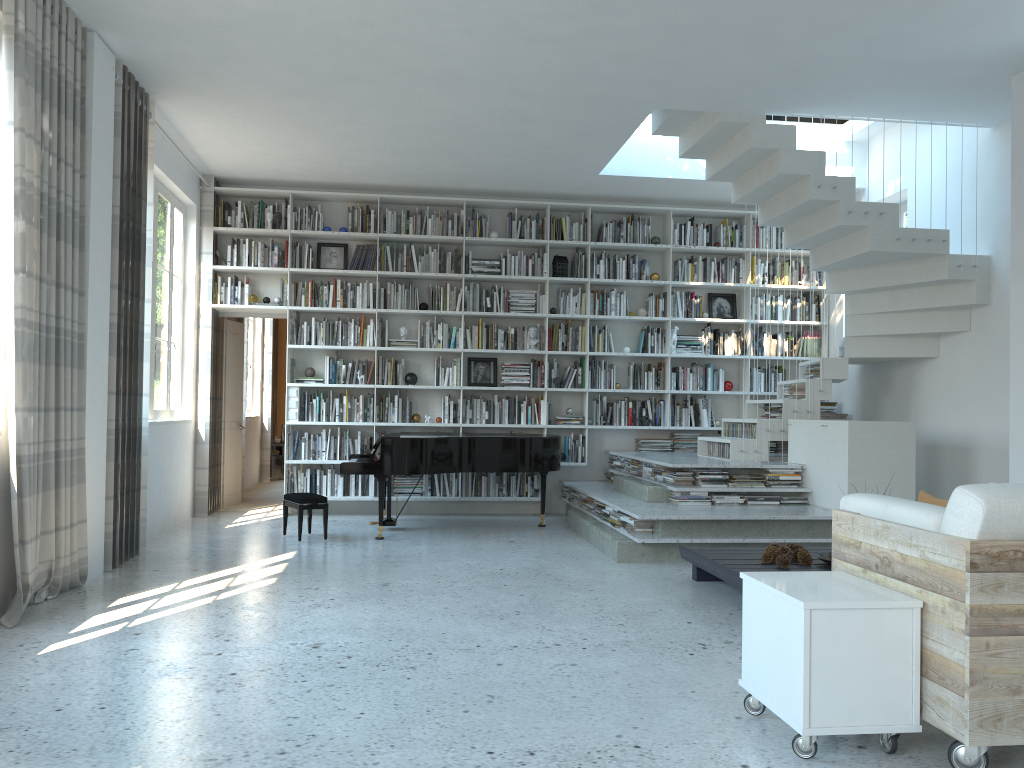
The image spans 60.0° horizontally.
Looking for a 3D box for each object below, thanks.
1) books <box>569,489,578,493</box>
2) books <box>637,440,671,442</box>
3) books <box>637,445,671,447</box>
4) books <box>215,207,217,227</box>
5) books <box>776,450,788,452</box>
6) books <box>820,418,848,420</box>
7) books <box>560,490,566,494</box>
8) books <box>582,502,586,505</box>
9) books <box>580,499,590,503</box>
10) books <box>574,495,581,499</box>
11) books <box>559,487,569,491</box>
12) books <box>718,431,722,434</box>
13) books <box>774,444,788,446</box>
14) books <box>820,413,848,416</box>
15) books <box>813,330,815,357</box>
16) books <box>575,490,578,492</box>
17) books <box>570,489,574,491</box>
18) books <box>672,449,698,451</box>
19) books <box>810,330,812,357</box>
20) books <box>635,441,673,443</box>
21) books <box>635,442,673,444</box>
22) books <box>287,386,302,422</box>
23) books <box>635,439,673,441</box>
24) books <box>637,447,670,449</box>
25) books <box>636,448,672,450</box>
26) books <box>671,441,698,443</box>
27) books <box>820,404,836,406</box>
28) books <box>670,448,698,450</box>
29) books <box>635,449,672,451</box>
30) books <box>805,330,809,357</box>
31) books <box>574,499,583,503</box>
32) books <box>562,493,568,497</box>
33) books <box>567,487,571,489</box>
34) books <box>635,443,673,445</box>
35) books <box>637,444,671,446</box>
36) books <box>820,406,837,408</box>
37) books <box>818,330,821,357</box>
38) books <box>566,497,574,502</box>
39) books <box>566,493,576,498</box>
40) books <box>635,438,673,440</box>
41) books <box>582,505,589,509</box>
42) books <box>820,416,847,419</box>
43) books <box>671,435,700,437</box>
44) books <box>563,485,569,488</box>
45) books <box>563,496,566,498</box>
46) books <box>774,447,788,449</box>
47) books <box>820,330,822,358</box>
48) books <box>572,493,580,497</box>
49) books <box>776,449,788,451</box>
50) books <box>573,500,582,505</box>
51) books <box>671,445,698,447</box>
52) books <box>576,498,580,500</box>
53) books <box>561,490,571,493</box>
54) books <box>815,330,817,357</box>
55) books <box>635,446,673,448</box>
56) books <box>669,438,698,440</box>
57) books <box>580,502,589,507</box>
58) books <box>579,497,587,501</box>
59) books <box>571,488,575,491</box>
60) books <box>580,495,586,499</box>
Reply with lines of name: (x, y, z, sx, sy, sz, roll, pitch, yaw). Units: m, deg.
books: (0.652, 1.041, 8.603, 0.160, 0.009, 0.291, 1, -2, -5)
books: (1.460, 0.585, 9.131, 0.308, 0.008, 0.195, 1, -2, -5)
books: (1.457, 0.637, 9.122, 0.308, 0.008, 0.195, 1, -2, -12)
books: (-2.861, -1.595, 8.601, 0.014, 0.219, 0.188, 1, -1, -7)
books: (2.942, 0.703, 9.309, 0.327, 0.008, 0.207, 1, -2, -2)
books: (3.133, 0.346, 8.708, 0.278, 0.012, 0.177, 1, -2, -3)
books: (0.601, 1.086, 8.891, 0.177, 0.012, 0.278, 1, -2, -11)
books: (0.729, 1.076, 7.987, 0.165, 0.012, 0.205, 1, -2, -7)
books: (0.724, 1.056, 7.987, 0.159, 0.011, 0.246, 1, -2, -11)
books: (0.681, 1.055, 8.296, 0.171, 0.020, 0.193, 1, -2, -3)
books: (0.596, 1.051, 8.891, 0.191, 0.013, 0.243, 1, -2, -11)
books: (2.280, 0.507, 9.196, 0.204, 0.035, 0.267, 1, -2, -6)
books: (2.943, 0.641, 9.312, 0.368, 0.007, 0.206, 1, -2, -3)
books: (3.134, 0.302, 8.703, 0.267, 0.026, 0.161, 1, -2, -2)
books: (3.148, -0.414, 9.345, 0.018, 0.293, 0.169, 1, -1, -7)
books: (0.689, 1.009, 8.297, 0.159, 0.006, 0.285, 1, -2, -5)
books: (0.661, 1.035, 8.604, 0.126, 0.005, 0.290, 1, -2, -12)
books: (1.788, 0.682, 9.166, 0.254, 0.007, 0.161, 1, -2, -3)
books: (3.111, -0.415, 9.341, 0.018, 0.293, 0.169, 1, -1, -7)
books: (1.461, 0.599, 9.123, 0.345, 0.007, 0.193, 1, -2, -12)
books: (1.460, 0.607, 9.131, 0.345, 0.007, 0.193, 1, -2, -5)
books: (-2.120, 0.195, 8.642, 0.106, 0.340, 0.307, 1, -1, -7)
books: (1.460, 0.577, 9.132, 0.345, 0.007, 0.193, 1, -2, -9)
books: (1.455, 0.659, 9.124, 0.308, 0.008, 0.195, 1, -2, -3)
books: (1.456, 0.667, 9.121, 0.345, 0.007, 0.193, 1, -2, -2)
books: (1.790, 0.600, 9.174, 0.285, 0.007, 0.159, 1, -2, -6)
books: (3.114, 0.212, 8.911, 0.232, 0.025, 0.123, 1, -2, -10)
books: (1.787, 0.675, 9.175, 0.254, 0.007, 0.161, 1, -2, -7)
books: (1.455, 0.682, 9.123, 0.345, 0.007, 0.193, 1, -2, -3)
books: (3.077, -0.416, 9.322, 0.018, 0.293, 0.169, 1, -1, -7)
books: (0.685, 1.091, 8.296, 0.172, 0.014, 0.221, 1, -2, -6)
books: (0.603, 1.111, 8.891, 0.179, 0.012, 0.261, 1, -2, -4)
books: (0.631, 1.037, 8.896, 0.133, 0.017, 0.231, 1, -2, -6)
books: (1.460, 0.614, 9.128, 0.345, 0.007, 0.193, 1, -2, -10)
books: (1.456, 0.630, 9.135, 0.308, 0.008, 0.195, 1, -2, -7)
books: (3.116, 0.231, 8.899, 0.235, 0.014, 0.155, 1, -2, -6)
books: (3.203, -0.414, 9.341, 0.018, 0.293, 0.169, 1, -1, -7)
books: (0.641, 1.119, 8.600, 0.189, 0.030, 0.237, 1, -2, -7)
books: (0.633, 1.078, 8.600, 0.191, 0.028, 0.212, 1, -2, -3)
books: (1.460, 0.570, 9.132, 0.345, 0.007, 0.193, 1, -2, -5)
books: (0.728, 1.109, 7.987, 0.157, 0.014, 0.180, 1, -2, -10)
books: (3.134, 0.327, 8.697, 0.234, 0.025, 0.157, 1, -2, -11)
books: (1.792, 0.538, 9.167, 0.254, 0.006, 0.161, 1, -2, -12)
books: (0.617, 1.021, 8.894, 0.158, 0.014, 0.234, 1, -2, -9)
books: (0.613, 1.134, 8.892, 0.171, 0.016, 0.241, 1, -2, -7)
books: (2.942, 0.671, 9.315, 0.327, 0.008, 0.207, 1, -2, -4)
books: (3.220, -0.413, 9.354, 0.018, 0.293, 0.169, 1, -1, -7)
books: (0.679, 1.037, 8.296, 0.180, 0.015, 0.294, 1, -2, -9)
books: (2.942, 0.695, 9.315, 0.327, 0.008, 0.207, 1, -2, -4)
books: (0.678, 1.111, 8.294, 0.177, 0.026, 0.230, 1, -2, -4)
books: (1.790, 0.640, 9.171, 0.285, 0.007, 0.159, 1, -2, -5)
books: (0.698, 1.081, 8.297, 0.149, 0.007, 0.300, 1, -2, -7)
books: (0.604, 1.076, 8.892, 0.188, 0.009, 0.211, 1, -2, -8)
books: (3.166, -0.414, 9.342, 0.018, 0.293, 0.169, 1, -1, -7)
books: (1.456, 0.645, 9.130, 0.345, 0.007, 0.193, 1, -2, -9)
books: (1.787, 0.570, 9.175, 0.285, 0.005, 0.159, 1, -2, -6)
books: (0.724, 1.088, 7.986, 0.159, 0.012, 0.292, 1, -2, -10)
books: (0.719, 1.033, 7.987, 0.169, 0.009, 0.241, 1, -2, -11)
books: (0.666, 1.025, 8.605, 0.135, 0.014, 0.297, 1, -2, -6)
books: (0.713, 1.021, 7.986, 0.182, 0.016, 0.199, 1, -2, -2)
